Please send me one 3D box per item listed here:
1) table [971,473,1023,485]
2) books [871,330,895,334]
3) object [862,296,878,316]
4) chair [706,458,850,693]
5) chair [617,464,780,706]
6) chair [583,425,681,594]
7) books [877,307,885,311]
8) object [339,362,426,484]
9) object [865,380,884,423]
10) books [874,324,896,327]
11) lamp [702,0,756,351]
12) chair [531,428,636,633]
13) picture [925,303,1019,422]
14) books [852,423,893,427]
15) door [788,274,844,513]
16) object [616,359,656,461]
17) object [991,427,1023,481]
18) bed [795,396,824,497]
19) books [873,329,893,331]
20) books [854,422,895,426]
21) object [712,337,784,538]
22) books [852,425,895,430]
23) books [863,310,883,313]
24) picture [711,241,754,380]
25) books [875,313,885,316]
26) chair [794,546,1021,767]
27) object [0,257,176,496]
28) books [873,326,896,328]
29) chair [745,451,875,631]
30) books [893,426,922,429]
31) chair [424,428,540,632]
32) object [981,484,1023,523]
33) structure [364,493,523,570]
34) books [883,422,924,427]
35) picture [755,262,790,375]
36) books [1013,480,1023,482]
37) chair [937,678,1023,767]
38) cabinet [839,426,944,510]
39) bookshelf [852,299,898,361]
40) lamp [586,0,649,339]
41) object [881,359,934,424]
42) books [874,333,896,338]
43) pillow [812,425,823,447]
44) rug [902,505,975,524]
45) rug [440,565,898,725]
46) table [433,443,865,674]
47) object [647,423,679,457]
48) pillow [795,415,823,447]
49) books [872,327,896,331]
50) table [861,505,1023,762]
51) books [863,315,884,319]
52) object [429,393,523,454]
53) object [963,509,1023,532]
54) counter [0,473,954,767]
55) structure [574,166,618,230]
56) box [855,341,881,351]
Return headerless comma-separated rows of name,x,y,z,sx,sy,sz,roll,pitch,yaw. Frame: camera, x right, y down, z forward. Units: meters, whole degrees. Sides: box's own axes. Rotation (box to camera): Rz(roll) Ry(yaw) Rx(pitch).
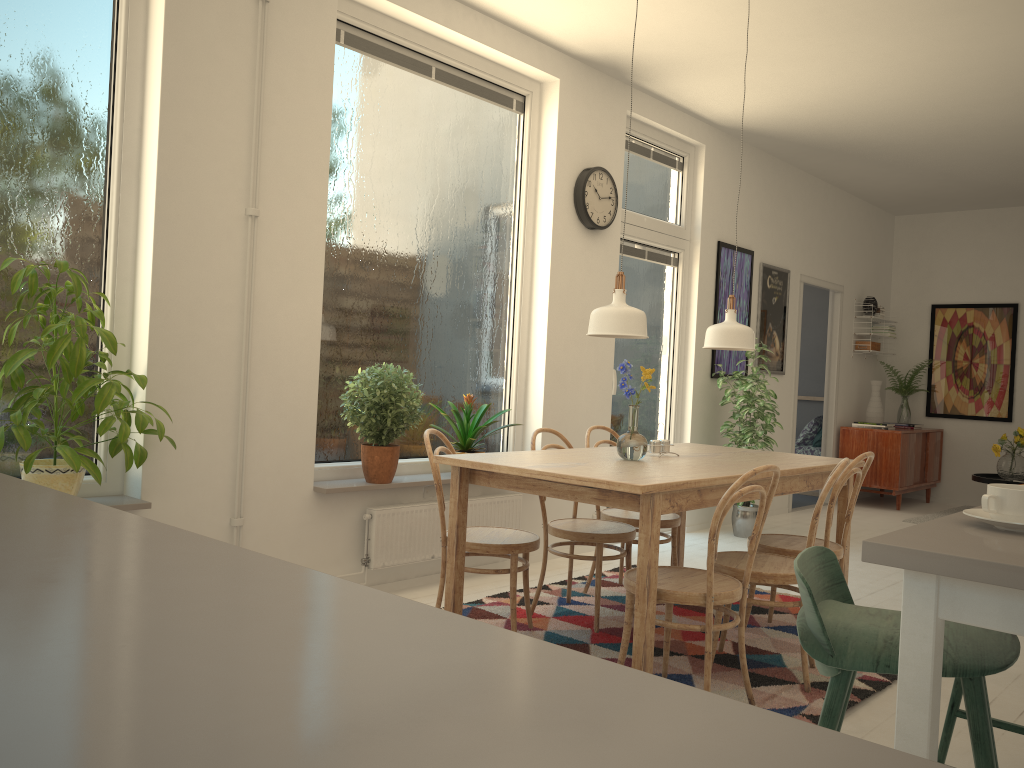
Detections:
table,4.329,0.998,7.540,0.761,0.386,0.761,2,1,-33
books,3.699,-0.517,8.837,0.168,0.021,0.197,4,1,44
object,3.423,-0.739,8.478,0.139,0.200,0.139,3,0,-4
chair,0.961,0.656,3.252,0.483,0.810,0.385,3,0,24
chair,0.598,0.643,2.892,0.484,0.810,0.385,3,1,44
chair,0.588,0.624,4.334,0.484,0.810,0.385,3,1,44
books,3.516,-0.726,8.596,0.178,0.036,0.145,3,1,35
object,-0.601,0.178,4.117,0.383,0.561,0.395,3,1,40
object,3.464,0.189,8.456,0.158,0.445,0.160,3,0,-9
books,3.715,-0.580,8.834,0.147,0.016,0.195,3,1,39
lamp,0.998,-0.950,3.906,0.229,1.596,0.229,3,0,-14
chair,0.311,0.615,3.909,0.484,0.810,0.385,3,1,39
picture,4.493,-0.218,8.686,0.778,1.134,0.018,3,0,42
books,3.335,0.382,8.194,0.296,0.015,0.240,4,1,41
door,2.388,0.072,8.181,0.882,2.033,0.955,3,1,42
object,0.469,0.099,3.420,0.145,0.388,0.206,3,0,4
object,4.300,0.602,7.621,0.361,0.471,0.291,3,0,-10
bed,2.792,0.602,9.518,1.656,0.974,0.933,3,1,41
books,3.711,-0.532,8.849,0.147,0.012,0.195,3,1,39
books,3.344,0.367,8.186,0.311,0.015,0.192,4,1,45
object,1.659,0.364,6.267,0.514,1.424,0.569,3,0,-6
books,3.341,0.399,8.188,0.320,0.020,0.237,3,1,38
books,3.509,-0.696,8.608,0.155,0.024,0.136,3,1,34
picture,1.657,-0.534,6.650,0.018,0.999,0.545,3,0,42
books,3.520,-0.674,8.607,0.158,0.019,0.131,4,1,43
chair,0.711,0.709,1.608,0.446,0.752,0.485,3,0,27
object,-1.489,0.005,3.050,0.485,0.841,0.615,3,0,21
books,3.711,-0.566,8.839,0.153,0.013,0.197,4,1,44
chair,1.224,0.664,3.690,0.484,0.810,0.385,3,1,39
books,3.761,0.414,8.640,0.371,0.022,0.259,4,1,42
chair,-0.127,0.597,3.552,0.483,0.810,0.385,3,0,14
object,0.802,0.193,1.401,0.094,0.060,0.098,3,1,39
structure,-0.325,0.718,4.443,0.113,0.279,1.028,3,1,42
books,3.776,0.394,8.635,0.368,0.020,0.255,4,1,44
picture,2.109,-0.515,7.161,0.020,0.869,0.525,3,0,42
books,4.373,0.829,7.390,0.289,0.031,0.200,3,1,-14
chair,1.146,0.726,2.046,0.446,0.752,0.485,3,1,41
cabinet,3.652,0.785,8.527,0.546,0.727,1.262,3,1,42
bookshelf,3.560,-0.521,8.676,0.184,0.564,0.695,3,1,42
lamp,0.429,-0.970,3.263,0.229,1.596,0.229,3,0,-3
object,3.959,0.088,8.876,0.476,0.686,0.398,3,1,43
books,3.708,-0.488,8.839,0.179,0.037,0.190,4,1,41
pillow,3.325,0.501,9.099,0.237,0.385,0.767,3,1,40
rug,4.286,1.188,7.513,1.304,0.012,1.660,4,1,43
rug,0.414,1.036,3.457,1.749,0.035,3.024,4,1,42
table,0.626,0.674,3.582,0.894,0.749,1.797,3,1,42
object,0.616,0.229,3.677,0.095,0.138,0.155,3,1,42
pillow,3.069,0.477,9.045,0.237,0.338,0.437,3,1,40
books,3.704,-0.549,8.836,0.173,0.023,0.190,4,1,41
table,1.230,0.683,1.498,0.794,0.864,1.423,3,1,42
books,3.511,-0.651,8.611,0.159,0.028,0.146,3,1,38
object,-0.192,0.261,4.569,0.487,0.425,0.417,2,1,-42
object,0.802,0.220,1.403,0.160,0.020,0.160,3,1,38
counter,1.649,0.286,1.466,2.857,0.163,4.844,4,1,42
structure,0.508,-1.104,5.280,0.074,0.371,0.371,3,1,41
box,3.430,-0.362,8.547,0.152,0.084,0.265,3,1,42
